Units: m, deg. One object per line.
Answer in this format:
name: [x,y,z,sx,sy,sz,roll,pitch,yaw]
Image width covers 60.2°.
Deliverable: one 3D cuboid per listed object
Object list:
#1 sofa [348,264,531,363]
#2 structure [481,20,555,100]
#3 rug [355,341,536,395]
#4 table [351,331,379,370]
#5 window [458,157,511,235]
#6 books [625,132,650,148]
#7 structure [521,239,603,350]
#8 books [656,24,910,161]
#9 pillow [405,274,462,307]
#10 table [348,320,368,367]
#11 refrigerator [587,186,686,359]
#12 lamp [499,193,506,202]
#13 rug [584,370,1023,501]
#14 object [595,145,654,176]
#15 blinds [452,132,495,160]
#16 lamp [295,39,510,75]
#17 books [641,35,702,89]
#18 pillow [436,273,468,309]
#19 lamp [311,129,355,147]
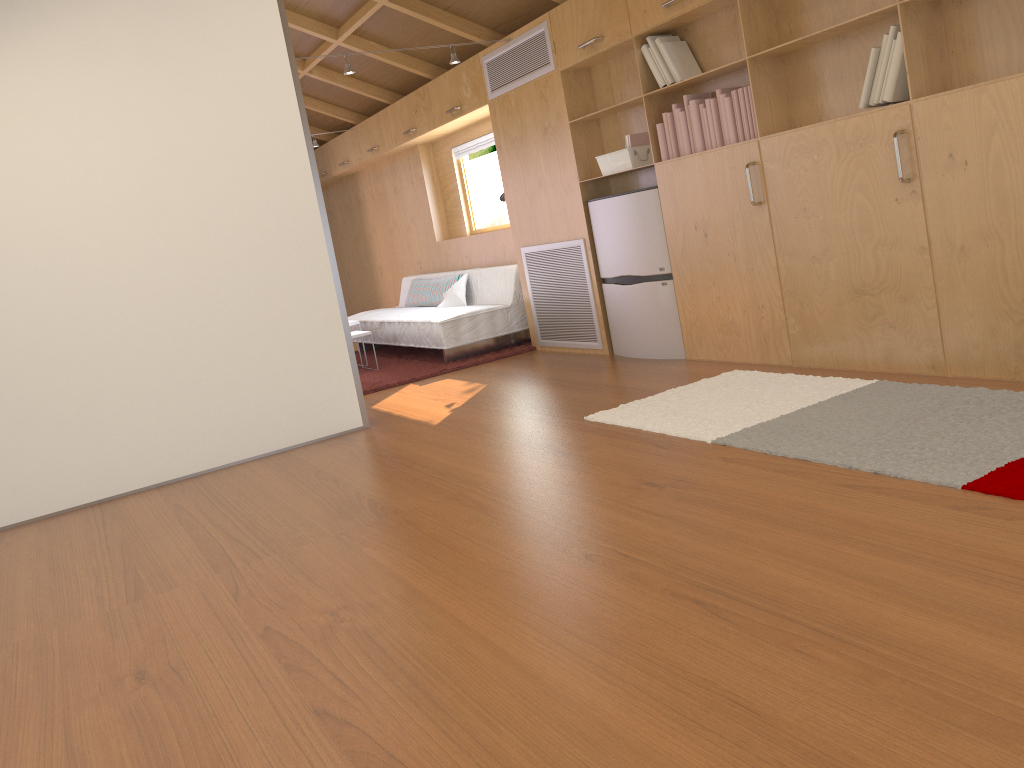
sofa: [-0.707,-0.594,7.520,0.869,0.623,2.358,-15,10,-27]
structure: [0.029,-2.135,5.882,0.013,0.298,0.904,-13,10,-27]
rug: [-0.990,-0.174,7.241,1.900,0.020,2.484,-15,11,-27]
table: [-1.284,-0.225,6.858,0.344,0.306,0.370,-15,9,-27]
window: [-0.059,-1.672,7.249,0.036,0.784,1.498,-13,9,-27]
books: [0.732,-1.357,5.137,0.151,0.191,0.088,-14,7,-28]
structure: [0.325,-0.600,6.010,0.013,0.715,0.820,-13,8,-27]
books: [1.577,-1.455,3.487,0.190,0.652,3.113,-13,10,-27]
pillow: [-0.714,-0.814,7.833,0.172,0.249,1.043,-14,10,-27]
table: [-1.482,-0.288,7.207,0.428,0.380,0.459,-15,9,-27]
refrigerator: [0.793,-0.663,5.296,0.263,0.979,0.714,-13,8,-27]
lamp: [0.072,-0.879,6.618,0.253,1.188,0.185,-6,7,38]
rug: [1.607,0.174,2.565,0.924,0.011,3.727,-15,11,-27]
object: [0.678,-1.324,5.249,0.204,0.121,0.350,-15,10,-27]
blinds: [-0.164,-1.990,7.193,0.048,0.110,1.499,-14,10,-27]
lamp: [-1.655,-1.775,5.002,3.859,0.151,0.072,-16,8,-28]
books: [0.855,-1.741,4.751,0.177,0.294,0.280,-14,8,-27]
pillow: [-0.484,-0.756,7.248,0.344,0.250,0.271,-6,9,26]
lamp: [-3.177,-1.989,7.809,3.859,0.151,0.072,-16,8,-28]
